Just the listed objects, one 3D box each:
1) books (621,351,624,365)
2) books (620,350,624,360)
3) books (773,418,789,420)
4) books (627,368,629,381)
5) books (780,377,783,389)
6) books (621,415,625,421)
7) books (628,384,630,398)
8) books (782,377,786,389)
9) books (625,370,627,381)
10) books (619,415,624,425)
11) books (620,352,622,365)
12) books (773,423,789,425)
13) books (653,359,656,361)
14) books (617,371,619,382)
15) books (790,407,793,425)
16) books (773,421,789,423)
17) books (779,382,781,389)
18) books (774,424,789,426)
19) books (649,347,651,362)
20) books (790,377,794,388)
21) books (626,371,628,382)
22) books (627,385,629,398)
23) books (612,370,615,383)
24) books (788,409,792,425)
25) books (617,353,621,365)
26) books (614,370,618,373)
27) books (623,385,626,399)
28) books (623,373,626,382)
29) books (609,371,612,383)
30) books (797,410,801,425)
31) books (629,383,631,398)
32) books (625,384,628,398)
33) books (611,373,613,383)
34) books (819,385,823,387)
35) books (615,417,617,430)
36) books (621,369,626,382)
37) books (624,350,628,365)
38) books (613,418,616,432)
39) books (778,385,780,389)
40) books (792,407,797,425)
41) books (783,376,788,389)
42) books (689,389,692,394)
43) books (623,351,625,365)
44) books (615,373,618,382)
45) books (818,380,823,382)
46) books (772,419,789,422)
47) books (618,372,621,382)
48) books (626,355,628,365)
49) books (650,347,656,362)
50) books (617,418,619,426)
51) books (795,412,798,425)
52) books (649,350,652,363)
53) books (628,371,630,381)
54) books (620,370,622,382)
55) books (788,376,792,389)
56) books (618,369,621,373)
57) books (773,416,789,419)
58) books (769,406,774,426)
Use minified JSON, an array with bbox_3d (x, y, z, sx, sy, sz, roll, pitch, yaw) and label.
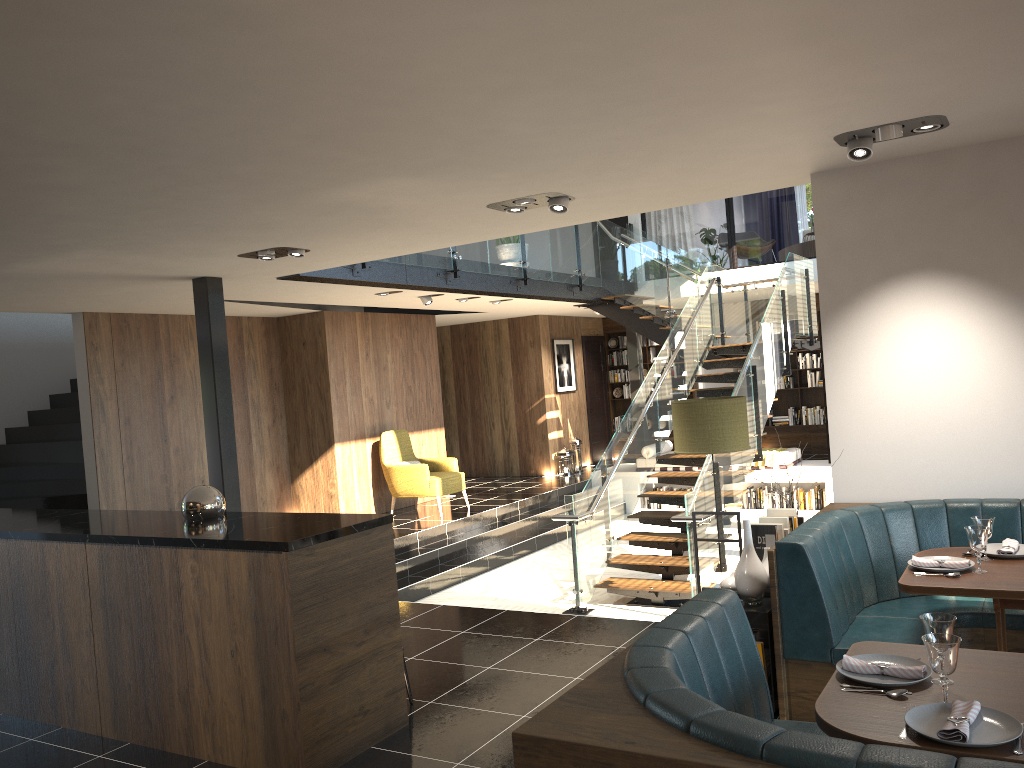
[{"bbox_3d":[2.109,-0.491,16.750,0.019,0.264,0.175,-4,1,31],"label":"books"},{"bbox_3d":[2.088,-0.501,16.786,0.015,0.287,0.154,-4,1,31],"label":"books"},{"bbox_3d":[4.668,0.599,15.340,0.271,0.025,0.156,-4,0,32],"label":"books"},{"bbox_3d":[2.223,-0.174,16.728,0.020,0.243,0.154,-4,1,31],"label":"books"},{"bbox_3d":[4.654,-0.044,15.255,0.029,0.256,0.167,-4,1,31],"label":"books"},{"bbox_3d":[2.131,0.754,16.854,0.020,0.304,0.189,-4,1,31],"label":"books"},{"bbox_3d":[2.237,0.133,16.739,0.024,0.265,0.147,-4,1,31],"label":"books"},{"bbox_3d":[4.693,-0.021,15.261,0.030,0.205,0.170,-4,1,31],"label":"books"},{"bbox_3d":[2.183,-0.157,16.762,0.053,0.216,0.151,-4,1,31],"label":"books"},{"bbox_3d":[2.087,0.756,16.849,0.015,0.306,0.222,-4,1,31],"label":"books"},{"bbox_3d":[2.103,-0.486,16.775,0.018,0.256,0.172,-4,1,31],"label":"books"},{"bbox_3d":[4.668,0.680,15.330,0.258,0.024,0.167,-4,0,32],"label":"books"},{"bbox_3d":[2.778,-0.461,16.412,0.266,0.030,0.209,-4,0,32],"label":"books"},{"bbox_3d":[2.042,-0.142,16.872,0.018,0.208,0.126,-4,1,31],"label":"books"},{"bbox_3d":[4.827,0.550,15.228,0.031,0.310,0.169,-4,1,31],"label":"books"},{"bbox_3d":[4.672,0.654,15.340,0.271,0.025,0.156,-4,0,32],"label":"books"},{"bbox_3d":[4.645,0.000,15.288,0.027,0.171,0.146,-4,1,31],"label":"books"},{"bbox_3d":[4.678,0.704,15.345,0.247,0.026,0.148,-4,0,30],"label":"books"},{"bbox_3d":[2.609,-0.540,16.491,0.027,0.279,0.166,-4,1,31],"label":"books"},{"bbox_3d":[4.810,-0.020,15.222,0.022,0.185,0.127,-4,1,31],"label":"books"},{"bbox_3d":[2.195,-0.152,16.715,0.016,0.206,0.204,-4,1,31],"label":"books"},{"bbox_3d":[2.217,0.145,16.759,0.032,0.245,0.120,-4,1,31],"label":"books"},{"bbox_3d":[1.952,-0.149,16.869,0.022,0.235,0.194,-4,1,31],"label":"books"},{"bbox_3d":[4.792,0.565,15.228,0.031,0.284,0.176,-4,1,31],"label":"books"},{"bbox_3d":[2.051,-0.476,16.775,0.039,0.243,0.179,-4,1,31],"label":"books"},{"bbox_3d":[1.993,-0.151,16.899,0.018,0.232,0.123,-4,1,31],"label":"books"},{"bbox_3d":[2.157,0.143,16.753,0.026,0.257,0.192,-4,1,31],"label":"books"},{"bbox_3d":[2.147,-0.130,16.777,0.026,0.167,0.173,-4,1,31],"label":"books"},{"bbox_3d":[1.910,-0.140,16.936,0.030,0.224,0.165,-4,1,31],"label":"books"},{"bbox_3d":[4.925,0.570,15.170,0.075,0.255,0.181,-4,1,31],"label":"books"},{"bbox_3d":[2.256,0.125,16.718,0.032,0.279,0.133,-4,1,31],"label":"books"},{"bbox_3d":[2.181,0.132,16.750,0.018,0.275,0.144,-4,1,31],"label":"books"},{"bbox_3d":[1.940,-0.127,16.912,0.045,0.192,0.164,-4,1,31],"label":"books"},{"bbox_3d":[5.293,0.022,14.867,0.274,0.025,0.156,-4,0,28],"label":"books"},{"bbox_3d":[2.026,0.773,16.904,0.014,0.282,0.232,-4,1,31],"label":"books"},{"bbox_3d":[2.116,-0.162,16.779,0.026,0.237,0.164,-4,1,31],"label":"books"},{"bbox_3d":[2.182,-0.501,16.715,0.033,0.273,0.189,-4,1,31],"label":"books"},{"bbox_3d":[1.992,0.785,16.954,0.032,0.262,0.194,-4,1,31],"label":"books"},{"bbox_3d":[4.612,-0.023,15.293,0.030,0.222,0.189,-4,1,31],"label":"books"},{"bbox_3d":[4.853,0.552,15.207,0.036,0.302,0.186,-4,1,31],"label":"books"},{"bbox_3d":[4.721,-0.039,15.221,0.070,0.236,0.206,-4,1,31],"label":"books"},{"bbox_3d":[3.259,0.062,16.090,0.047,0.253,0.210,-4,1,31],"label":"books"},{"bbox_3d":[2.144,-0.489,16.759,0.032,0.255,0.160,-4,1,31],"label":"books"},{"bbox_3d":[2.009,-0.120,16.869,0.037,0.169,0.148,-4,1,31],"label":"books"},{"bbox_3d":[5.287,-0.052,14.866,0.274,0.025,0.156,-4,0,35],"label":"books"},{"bbox_3d":[4.662,0.627,15.328,0.287,0.030,0.176,-4,0,29],"label":"books"},{"bbox_3d":[2.065,-0.130,16.819,0.035,0.180,0.164,-4,1,31],"label":"books"},{"bbox_3d":[2.204,-0.460,16.690,0.025,0.188,0.181,-4,1,31],"label":"books"},{"bbox_3d":[2.630,-0.541,16.484,0.016,0.278,0.209,-4,1,31],"label":"books"},{"bbox_3d":[2.060,0.777,16.868,0.022,0.269,0.215,-4,1,31],"label":"books"},{"bbox_3d":[4.893,0.594,15.210,0.023,0.212,0.123,-4,1,31],"label":"books"},{"bbox_3d":[2.600,-0.521,16.528,0.028,0.242,0.194,-4,1,31],"label":"books"},{"bbox_3d":[2.238,-0.150,16.707,0.025,0.194,0.172,-4,1,31],"label":"books"},{"bbox_3d":[2.100,-0.160,16.812,0.036,0.235,0.169,-4,1,31],"label":"books"},{"bbox_3d":[4.765,-0.029,15.198,0.028,0.210,0.169,-4,1,31],"label":"books"},{"bbox_3d":[2.054,-0.157,16.856,0.019,0.236,0.139,-4,1,31],"label":"books"},{"bbox_3d":[4.660,0.575,15.330,0.257,0.024,0.167,-4,0,31],"label":"books"},{"bbox_3d":[4.502,0.560,15.387,0.028,0.340,0.203,-4,1,31],"label":"books"}]
